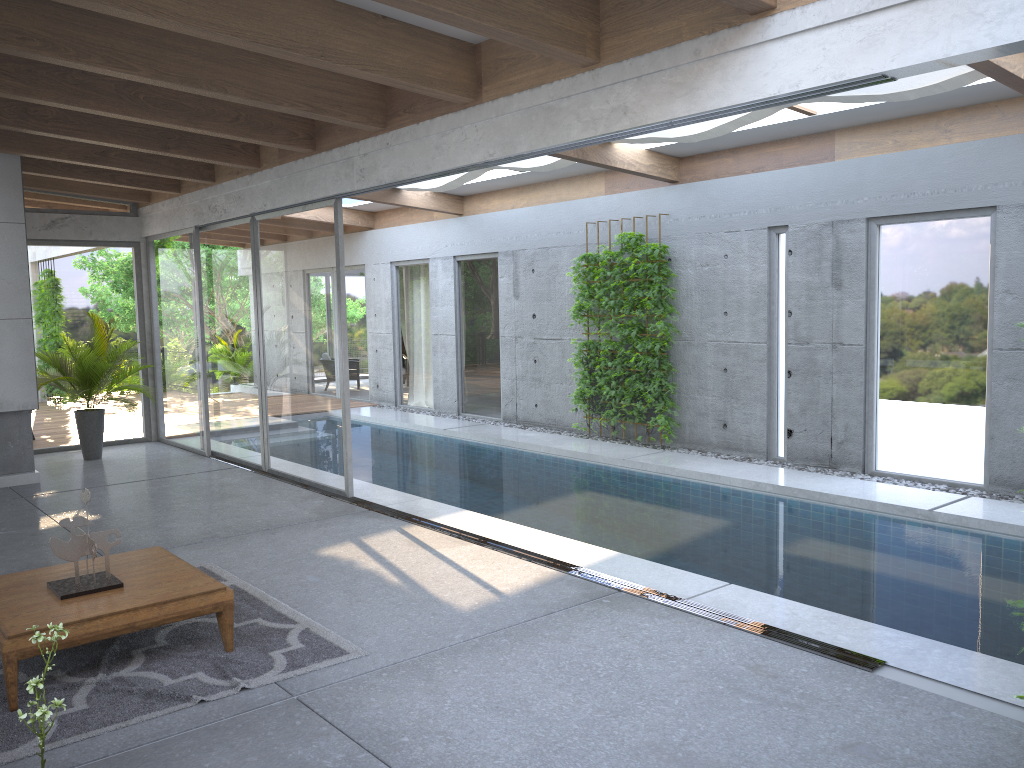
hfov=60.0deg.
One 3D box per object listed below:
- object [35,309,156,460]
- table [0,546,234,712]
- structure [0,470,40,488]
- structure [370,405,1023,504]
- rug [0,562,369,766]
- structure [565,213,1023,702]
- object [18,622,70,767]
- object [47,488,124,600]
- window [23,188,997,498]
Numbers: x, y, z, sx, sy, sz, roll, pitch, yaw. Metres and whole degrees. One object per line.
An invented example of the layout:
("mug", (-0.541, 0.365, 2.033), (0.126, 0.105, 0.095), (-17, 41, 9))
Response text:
("object", (-5.075, -0.005, 10.636), (1.484, 1.819, 1.798), (-5, 6, -32))
("table", (-2.179, 1.221, 4.654), (1.048, 0.352, 1.112), (-6, 7, -39))
("structure", (-6.414, 0.758, 9.460), (2.012, 0.595, 2.203), (-6, 7, -39))
("structure", (1.966, 0.774, 10.399), (0.477, 0.068, 13.673), (-6, 7, -39))
("rug", (-2.645, 1.405, 4.356), (3.186, 0.056, 2.187), (-6, 7, -39))
("structure", (2.103, -0.281, 6.515), (2.739, 2.687, 10.282), (-3, 6, -22))
("object", (-1.451, 1.102, 2.737), (0.171, 0.750, 0.238), (-3, 6, -18))
("object", (-2.223, 0.789, 4.615), (0.346, 0.518, 0.379), (-6, 7, -39))
("window", (-2.113, -0.441, 4.213), (14.294, 3.764, 23.280), (-6, 7, -39))
